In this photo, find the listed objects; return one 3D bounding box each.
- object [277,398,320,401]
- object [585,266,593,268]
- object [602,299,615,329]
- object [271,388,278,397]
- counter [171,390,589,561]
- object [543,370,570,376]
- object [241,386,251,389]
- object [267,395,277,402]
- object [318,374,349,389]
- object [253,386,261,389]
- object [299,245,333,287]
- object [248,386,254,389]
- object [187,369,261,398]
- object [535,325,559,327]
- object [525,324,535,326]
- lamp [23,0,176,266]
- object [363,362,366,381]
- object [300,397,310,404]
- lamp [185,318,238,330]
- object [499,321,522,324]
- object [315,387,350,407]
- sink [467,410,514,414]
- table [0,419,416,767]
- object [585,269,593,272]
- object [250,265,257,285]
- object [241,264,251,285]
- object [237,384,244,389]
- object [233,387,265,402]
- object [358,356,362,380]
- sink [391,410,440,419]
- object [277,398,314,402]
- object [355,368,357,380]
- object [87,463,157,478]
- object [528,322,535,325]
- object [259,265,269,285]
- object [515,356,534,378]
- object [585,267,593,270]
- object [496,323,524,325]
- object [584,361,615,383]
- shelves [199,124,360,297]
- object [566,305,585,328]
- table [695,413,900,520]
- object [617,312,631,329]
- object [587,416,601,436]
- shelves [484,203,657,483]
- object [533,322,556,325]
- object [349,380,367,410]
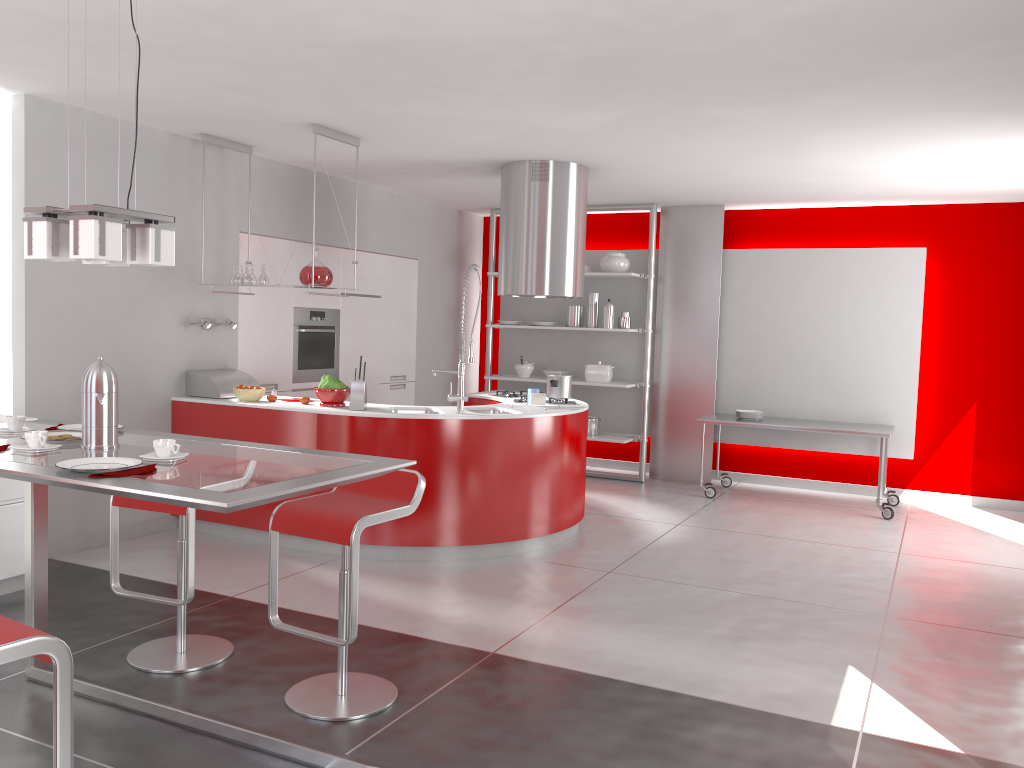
[{"bbox_3d":[-1.398,0.104,5.914,0.375,0.008,0.041,2,4,3],"label":"object"},{"bbox_3d":[0.655,-1.113,8.497,0.200,0.030,0.200,4,4,26],"label":"object"},{"bbox_3d":[0.899,-0.654,8.247,0.115,0.274,0.115,3,4,19],"label":"object"},{"bbox_3d":[-1.629,0.061,6.082,0.043,0.066,0.042,5,5,39],"label":"object"},{"bbox_3d":[-0.731,0.564,6.105,2.865,0.880,1.868,0,4,-30],"label":"counter"},{"bbox_3d":[0.435,-0.090,8.759,0.272,0.072,0.272,1,4,-10],"label":"object"},{"bbox_3d":[-1.729,0.040,5.773,0.065,0.052,0.062,3,4,10],"label":"object"},{"bbox_3d":[-1.565,0.095,5.780,0.065,0.047,0.063,4,4,25],"label":"object"},{"bbox_3d":[-1.124,0.029,5.612,0.198,0.182,0.193,4,4,31],"label":"object"},{"bbox_3d":[-1.666,0.041,5.788,0.066,0.049,0.062,4,4,34],"label":"object"},{"bbox_3d":[-1.255,-0.752,5.686,0.213,0.266,0.213,-1,5,-36],"label":"object"},{"bbox_3d":[-1.715,0.036,5.834,0.066,0.049,0.062,3,4,23],"label":"object"},{"bbox_3d":[-1.965,-0.007,6.077,0.300,0.170,0.400,4,4,26],"label":"object"},{"bbox_3d":[0.315,-0.562,8.564,0.280,0.015,0.280,-1,5,-35],"label":"object"},{"bbox_3d":[0.265,-0.583,8.850,0.280,0.015,0.280,0,4,-27],"label":"object"},{"bbox_3d":[-1.245,-0.884,2.692,0.304,1.025,0.304,4,4,26],"label":"lamp"},{"bbox_3d":[-0.916,0.005,5.469,0.012,0.279,0.130,2,4,-3],"label":"object"},{"bbox_3d":[-1.326,0.106,5.687,0.064,0.048,0.063,2,4,4],"label":"object"},{"bbox_3d":[-2.035,-0.409,6.074,0.155,0.081,0.454,4,4,26],"label":"lamp"},{"bbox_3d":[-0.021,-0.599,8.741,0.244,0.042,0.244,3,4,10],"label":"object"},{"bbox_3d":[-1.135,0.082,5.619,0.229,0.118,0.228,2,4,-3],"label":"object"},{"bbox_3d":[-0.143,0.274,5.700,0.326,0.172,0.428,0,4,-25],"label":"sink"},{"bbox_3d":[-1.249,0.703,2.770,1.700,1.000,0.800,4,4,26],"label":"table"},{"bbox_3d":[0.654,-1.082,8.499,0.200,0.030,0.200,4,4,26],"label":"object"},{"bbox_3d":[-1.710,-0.714,5.839,0.060,0.141,0.060,4,4,26],"label":"object"},{"bbox_3d":[-1.724,-0.709,5.754,0.060,0.141,0.060,2,4,3],"label":"object"},{"bbox_3d":[-1.773,0.031,5.814,0.055,0.058,0.066,3,4,11],"label":"object"},{"bbox_3d":[-1.714,0.070,5.786,0.201,0.086,0.201,4,4,27],"label":"object"},{"bbox_3d":[-0.943,-0.012,5.476,0.014,0.322,0.150,2,4,-3],"label":"object"},{"bbox_3d":[-0.603,0.270,5.541,0.326,0.172,0.428,1,4,-13],"label":"sink"},{"bbox_3d":[-1.455,0.108,5.922,0.168,0.006,0.266,-1,5,-37],"label":"object"},{"bbox_3d":[-0.970,0.002,5.468,0.009,0.197,0.091,2,4,-3],"label":"object"},{"bbox_3d":[-0.996,0.232,2.345,0.095,0.012,0.234,4,4,25],"label":"object"},{"bbox_3d":[0.265,-0.596,8.849,0.244,0.042,0.244,3,4,18],"label":"object"},{"bbox_3d":[-1.620,-0.709,5.797,0.060,0.141,0.060,4,4,26],"label":"object"},{"bbox_3d":[0.122,-0.171,8.743,0.192,0.214,0.192,3,4,12],"label":"object"},{"bbox_3d":[0.654,-1.097,8.498,0.200,0.030,0.200,4,4,26],"label":"object"},{"bbox_3d":[-0.022,-0.585,8.742,0.280,0.015,0.280,0,4,-27],"label":"object"},{"bbox_3d":[0.831,-0.119,8.463,0.282,0.197,0.235,3,4,16],"label":"object"},{"bbox_3d":[-1.512,-1.095,5.773,0.934,1.023,0.462,4,4,26],"label":"shelves"},{"bbox_3d":[0.600,-0.646,8.496,0.184,0.205,0.172,4,4,31],"label":"object"},{"bbox_3d":[2.445,0.670,7.617,1.627,0.682,0.749,4,4,27],"label":"table"},{"bbox_3d":[1.062,-0.599,8.379,0.127,0.157,0.127,5,5,36],"label":"object"},{"bbox_3d":[0.726,0.402,8.507,0.240,0.161,0.259,2,4,9],"label":"object"},{"bbox_3d":[0.518,-0.419,8.609,1.735,2.599,0.535,4,4,26],"label":"shelves"},{"bbox_3d":[0.315,-0.576,8.563,0.244,0.042,0.244,3,4,10],"label":"object"},{"bbox_3d":[-0.946,0.066,5.454,0.091,0.178,0.137,2,4,-1],"label":"object"}]
